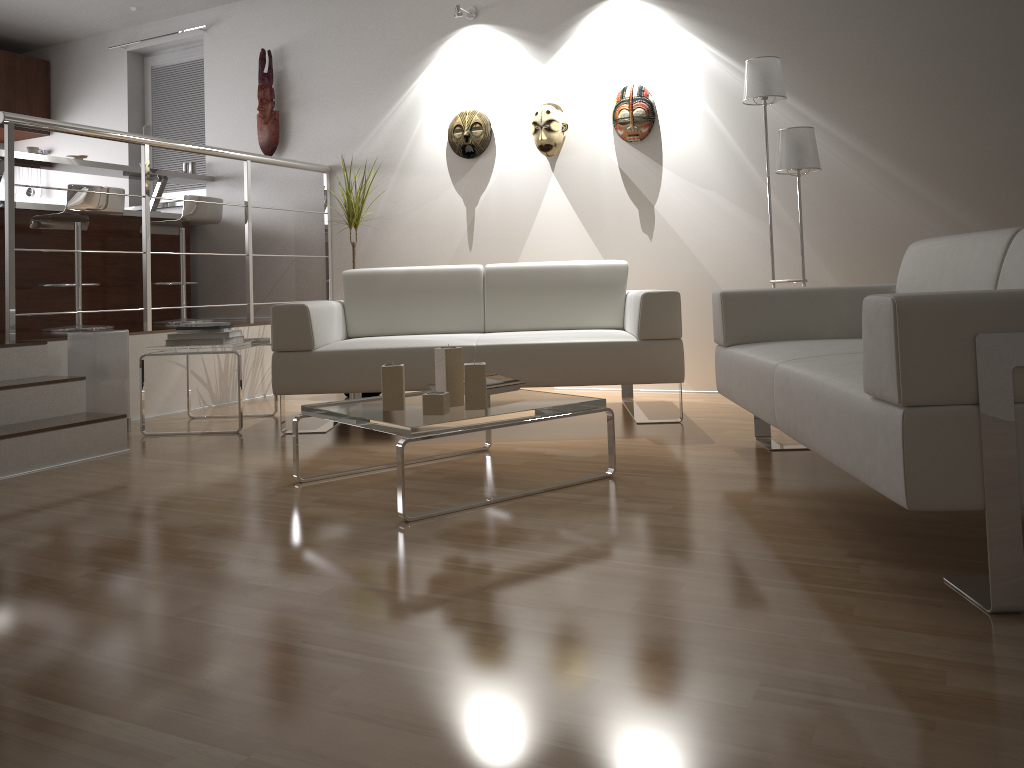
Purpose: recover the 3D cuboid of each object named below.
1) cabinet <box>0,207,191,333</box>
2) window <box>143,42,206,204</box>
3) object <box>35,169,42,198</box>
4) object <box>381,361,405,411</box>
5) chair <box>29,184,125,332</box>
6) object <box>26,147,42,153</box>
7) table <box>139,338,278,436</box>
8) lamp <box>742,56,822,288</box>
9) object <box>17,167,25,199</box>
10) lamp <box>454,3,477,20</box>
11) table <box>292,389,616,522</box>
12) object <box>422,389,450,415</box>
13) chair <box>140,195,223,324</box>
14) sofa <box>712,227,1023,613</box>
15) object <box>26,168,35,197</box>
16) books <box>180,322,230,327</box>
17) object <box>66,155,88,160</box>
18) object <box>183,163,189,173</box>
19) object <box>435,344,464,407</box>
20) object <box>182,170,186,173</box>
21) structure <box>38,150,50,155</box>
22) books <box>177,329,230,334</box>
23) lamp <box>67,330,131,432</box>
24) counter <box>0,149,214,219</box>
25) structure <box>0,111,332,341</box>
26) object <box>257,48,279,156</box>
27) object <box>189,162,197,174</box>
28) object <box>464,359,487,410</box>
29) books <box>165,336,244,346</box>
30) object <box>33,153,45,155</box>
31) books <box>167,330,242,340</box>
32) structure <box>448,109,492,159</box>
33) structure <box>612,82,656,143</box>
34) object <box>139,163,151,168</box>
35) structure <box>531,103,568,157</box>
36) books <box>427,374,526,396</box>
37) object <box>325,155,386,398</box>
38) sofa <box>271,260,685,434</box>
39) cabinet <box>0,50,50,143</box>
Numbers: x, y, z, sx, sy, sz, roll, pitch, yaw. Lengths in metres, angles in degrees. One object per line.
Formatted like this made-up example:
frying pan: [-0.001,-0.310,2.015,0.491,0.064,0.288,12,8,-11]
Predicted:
cabinet: [-3.102,-0.750,5.855,0.632,0.750,1.857,-1,5,27]
window: [-2.623,-2.048,6.947,0.841,1.273,0.142,-2,-2,27]
object: [-4.005,-1.763,7.403,0.071,0.383,0.024,-3,-3,27]
object: [-0.370,0.004,2.733,0.067,0.151,0.067,-2,-1,-3]
chair: [-2.595,-0.749,5.252,0.424,0.851,0.388,-3,-1,32]
object: [-2.926,-1.423,5.356,0.079,0.046,0.067,-3,4,-19]
table: [-1.455,-0.003,4.258,0.464,0.401,0.552,-2,3,2]
lamp: [1.288,-0.716,4.116,0.209,1.678,0.363,0,-3,-43]
object: [-4.214,-1.770,7.512,0.106,0.379,0.020,-3,-3,27]
lamp: [-0.302,-2.333,5.487,0.080,0.108,0.191,-2,4,27]
table: [-0.195,0.184,2.853,0.798,0.249,0.700,-6,7,-38]
object: [-0.226,0.051,2.600,0.067,0.074,0.067,-2,1,12]
chair: [-2.231,-0.840,5.959,0.424,0.852,0.387,-2,-1,23]
sofa: [1.186,-0.066,2.460,0.905,0.739,1.789,-2,5,2]
object: [-4.105,-1.776,7.479,0.090,0.367,0.043,-3,-3,27]
books: [-1.465,-0.284,4.178,0.152,0.014,0.216,-8,8,-42]
object: [-2.832,-1.471,5.737,0.129,0.042,0.141,1,6,29]
object: [-2.441,-1.602,6.566,0.052,0.110,0.052,-2,-1,11]
object: [-0.198,-0.029,2.769,0.067,0.197,0.067,-1,-2,-38]
object: [-2.427,-1.564,6.503,0.051,0.045,0.051,-3,2,-16]
structure: [-4.184,-1.968,7.539,0.596,0.034,0.049,1,4,27]
books: [-1.464,-0.255,4.177,0.216,0.014,0.152,-2,6,-3]
lamp: [-1.928,-0.008,4.093,0.198,0.483,0.192,-3,-2,27]
counter: [-3.005,-1.299,5.947,0.837,0.318,2.114,1,7,27]
structure: [-1.790,-0.852,5.007,0.057,1.050,2.335,-3,4,27]
object: [-1.750,-2.005,6.268,0.151,0.793,0.150,-1,-3,-18]
object: [-2.386,-1.603,6.546,0.052,0.112,0.052,-2,-1,11]
object: [-0.112,0.000,2.685,0.067,0.152,0.067,-2,-1,-3]
books: [-1.462,-0.207,4.175,0.287,0.027,0.228,-1,6,7]
object: [-2.937,-1.399,5.343,0.140,0.008,0.130,2,7,30]
books: [-1.463,-0.234,4.176,0.287,0.027,0.228,-2,6,-3]
structure: [-0.281,-1.577,5.509,0.316,0.317,0.069,-1,-2,27]
structure: [0.684,-1.561,5.021,0.264,0.356,0.075,-2,-2,27]
object: [-2.569,-1.522,6.137,0.079,0.046,0.067,-4,4,-26]
structure: [0.200,-1.526,5.233,0.242,0.330,0.130,-2,-1,28]
books: [-0.126,0.001,3.098,0.291,0.056,0.204,3,8,42]
object: [-0.948,-0.667,5.265,0.438,1.480,0.502,-4,-3,40]
sofa: [-0.141,-0.211,4.187,1.781,0.742,0.908,-2,3,2]
cabinet: [-4.826,-2.281,6.385,0.649,0.635,2.733,-1,6,27]
